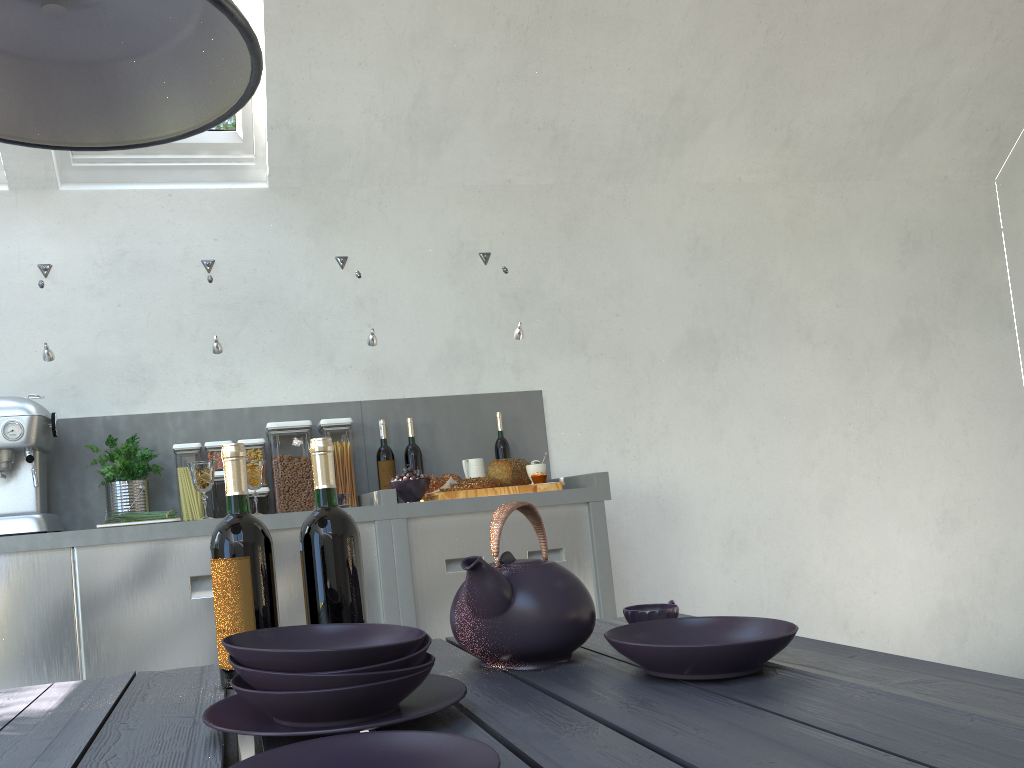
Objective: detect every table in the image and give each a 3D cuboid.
[{"bbox_3d":[-0.186,0.739,0.722,1.557,0.792,1.562,-3,-7,-15],"label":"table"}]

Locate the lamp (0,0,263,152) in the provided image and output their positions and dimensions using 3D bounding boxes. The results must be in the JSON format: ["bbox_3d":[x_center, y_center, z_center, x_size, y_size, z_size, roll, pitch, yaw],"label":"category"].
[{"bbox_3d":[-0.537,-0.876,0.960,0.419,1.090,0.446,-4,-4,-15],"label":"lamp"}]

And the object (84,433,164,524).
[{"bbox_3d":[-1.394,0.347,3.147,0.264,0.340,0.235,-8,-6,27],"label":"object"}]

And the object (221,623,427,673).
[{"bbox_3d":[-0.209,0.305,0.985,0.222,0.058,0.238,-3,-8,-15],"label":"object"}]

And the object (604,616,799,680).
[{"bbox_3d":[0.233,0.328,1.084,0.242,0.047,0.218,-9,-8,25],"label":"object"}]

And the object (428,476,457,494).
[{"bbox_3d":[-0.270,0.373,3.212,0.199,0.059,0.200,-6,-7,5],"label":"object"}]

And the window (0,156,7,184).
[{"bbox_3d":[-2.183,-1.514,2.708,0.807,1.388,1.542,-4,-6,-17],"label":"window"}]

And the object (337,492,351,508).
[{"bbox_3d":[-0.612,0.405,3.006,0.117,0.056,0.116,-5,-7,0],"label":"object"}]

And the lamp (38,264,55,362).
[{"bbox_3d":[-1.672,-0.269,3.155,0.056,0.433,0.358,-4,-5,-27],"label":"lamp"}]

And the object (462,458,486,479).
[{"bbox_3d":[-0.137,0.342,3.293,0.083,0.119,0.089,-6,-5,6],"label":"object"}]

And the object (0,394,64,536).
[{"bbox_3d":[-1.733,0.273,2.975,0.347,0.497,0.444,-4,-6,-16],"label":"object"}]

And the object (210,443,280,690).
[{"bbox_3d":[-0.387,0.257,1.259,0.096,0.343,0.087,-7,-4,23],"label":"object"}]

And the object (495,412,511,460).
[{"bbox_3d":[-0.037,0.286,3.536,0.061,0.343,0.064,-5,-4,-12],"label":"object"}]

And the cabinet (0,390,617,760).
[{"bbox_3d":[-1.067,0.790,3.056,2.776,1.470,0.586,-4,-4,-12],"label":"cabinet"}]

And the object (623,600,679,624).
[{"bbox_3d":[0.211,0.360,1.315,0.111,0.056,0.122,-2,-8,-23],"label":"object"}]

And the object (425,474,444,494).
[{"bbox_3d":[-0.307,0.368,3.194,0.126,0.076,0.113,-9,-7,28],"label":"object"}]

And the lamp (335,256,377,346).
[{"bbox_3d":[-0.592,-0.331,3.381,0.056,0.433,0.358,-4,-5,-27],"label":"lamp"}]

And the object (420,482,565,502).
[{"bbox_3d":[-0.086,0.397,3.184,0.457,0.028,0.319,-3,-8,-14],"label":"object"}]

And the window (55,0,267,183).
[{"bbox_3d":[-1.241,-1.577,2.897,0.807,1.381,1.534,-4,-6,-17],"label":"window"}]

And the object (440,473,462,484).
[{"bbox_3d":[-0.234,0.373,3.279,0.126,0.076,0.113,-9,-7,28],"label":"object"}]

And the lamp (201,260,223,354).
[{"bbox_3d":[-1.122,-0.300,3.266,0.058,0.434,0.345,-4,-5,-18],"label":"lamp"}]

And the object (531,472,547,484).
[{"bbox_3d":[0.098,0.339,3.150,0.056,0.046,0.063,-2,-7,-30],"label":"object"}]

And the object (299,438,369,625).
[{"bbox_3d":[-0.267,0.252,1.293,0.095,0.343,0.088,-7,-4,18],"label":"object"}]

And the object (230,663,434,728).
[{"bbox_3d":[-0.199,0.344,0.983,0.242,0.047,0.218,-9,-8,25],"label":"object"}]

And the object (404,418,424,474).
[{"bbox_3d":[-0.389,0.306,3.462,0.071,0.343,0.074,-5,-4,-12],"label":"object"}]

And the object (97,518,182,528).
[{"bbox_3d":[-1.232,0.462,2.902,0.254,0.012,0.188,-3,-8,-17],"label":"object"}]

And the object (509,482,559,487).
[{"bbox_3d":[0.070,0.358,3.108,0.199,0.003,0.020,-7,-8,12],"label":"object"}]

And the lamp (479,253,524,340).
[{"bbox_3d":[-0.041,-0.363,3.492,0.058,0.434,0.345,-4,-5,-18],"label":"lamp"}]

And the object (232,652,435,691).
[{"bbox_3d":[-0.199,0.329,0.985,0.224,0.063,0.235,-4,-8,-11],"label":"object"}]

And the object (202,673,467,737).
[{"bbox_3d":[-0.197,0.365,0.984,0.307,0.024,0.286,-7,-8,16],"label":"object"}]

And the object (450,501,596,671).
[{"bbox_3d":[0.011,0.287,1.269,0.207,0.231,0.225,-4,-6,-13],"label":"object"}]

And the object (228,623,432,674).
[{"bbox_3d":[-0.203,0.317,0.989,0.225,0.063,0.235,-4,-8,-11],"label":"object"}]

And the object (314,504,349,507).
[{"bbox_3d":[-0.608,0.416,2.963,0.124,0.013,0.029,2,-10,-40],"label":"object"}]

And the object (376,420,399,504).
[{"bbox_3d":[-0.496,0.312,3.440,0.070,0.343,0.076,-4,-4,-22],"label":"object"}]

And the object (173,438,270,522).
[{"bbox_3d":[-1.087,0.366,3.288,0.332,0.292,0.109,-4,-4,-12],"label":"object"}]

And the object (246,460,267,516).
[{"bbox_3d":[-0.900,0.367,3.061,0.094,0.191,0.104,-3,-5,-27],"label":"object"}]

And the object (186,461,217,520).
[{"bbox_3d":[-1.017,0.353,2.889,0.105,0.191,0.093,-8,-5,33],"label":"object"}]

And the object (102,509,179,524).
[{"bbox_3d":[-1.253,0.440,2.898,0.278,0.053,0.142,-5,-7,2],"label":"object"}]

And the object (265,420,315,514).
[{"bbox_3d":[-0.844,0.326,3.359,0.170,0.352,0.132,-4,-4,-15],"label":"object"}]

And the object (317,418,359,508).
[{"bbox_3d":[-0.673,0.317,3.397,0.124,0.352,0.133,-4,-4,-16],"label":"object"}]

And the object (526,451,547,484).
[{"bbox_3d":[0.088,0.311,3.213,0.077,0.120,0.069,-8,-5,30],"label":"object"}]

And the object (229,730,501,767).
[{"bbox_3d":[-0.126,0.322,0.712,0.230,0.019,0.241,-3,-8,-11],"label":"object"}]

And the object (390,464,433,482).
[{"bbox_3d":[-0.355,0.325,3.048,0.151,0.094,0.150,-1,-7,-29],"label":"object"}]

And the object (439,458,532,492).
[{"bbox_3d":[-0.084,0.330,3.203,0.426,0.111,0.135,3,-10,-45],"label":"object"}]

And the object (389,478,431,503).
[{"bbox_3d":[-0.350,0.375,3.045,0.156,0.078,0.139,-9,-8,32],"label":"object"}]
